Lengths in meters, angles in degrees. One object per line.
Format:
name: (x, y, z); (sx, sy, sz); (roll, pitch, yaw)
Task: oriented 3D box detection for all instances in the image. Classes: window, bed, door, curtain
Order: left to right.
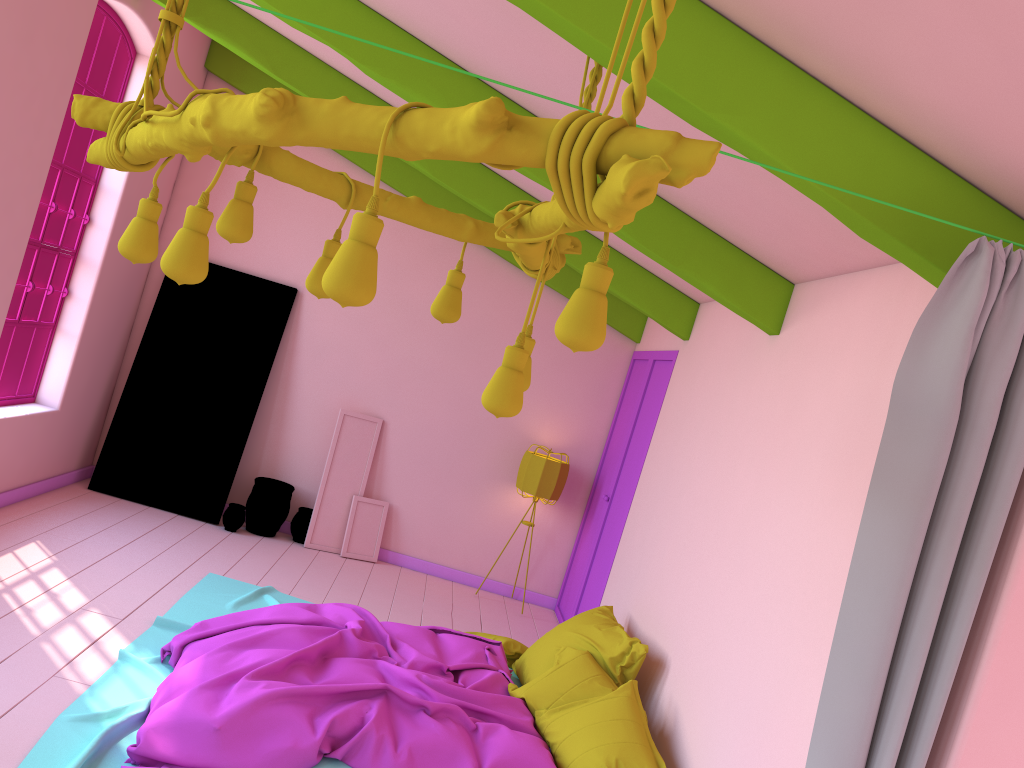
window: (-3.317, -1.277, 6.401); (0.072, 3.048, 1.274); (17, 1, -4)
door: (-2.825, 0.023, 7.924); (1.153, 2.211, 0.449); (17, 1, -4)
bed: (-0.727, 1.594, 4.798); (2.803, 0.514, 3.574); (17, 1, -4)
door: (0.840, 0.959, 7.584); (0.108, 2.591, 1.676); (17, 1, -4)
curtain: (1.028, 0.965, 2.650); (0.519, 2.786, 0.524); (16, 1, -23)

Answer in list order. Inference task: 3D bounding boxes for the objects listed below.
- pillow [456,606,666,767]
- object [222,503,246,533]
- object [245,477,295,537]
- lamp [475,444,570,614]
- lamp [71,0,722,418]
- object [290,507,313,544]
pillow: (0.343, 1.746, 5.130); (0.849, 0.822, 2.614); (17, 1, -14)
object: (-2.435, 1.174, 7.766); (0.199, 0.234, 0.198); (16, 1, -37)
object: (-2.202, 1.113, 7.998); (0.385, 0.471, 0.386); (18, 1, 38)
lamp: (0.160, 1.298, 8.098); (0.491, 1.467, 0.477); (18, 1, 26)
lamp: (-0.067, -1.110, 2.082); (1.612, 2.265, 1.773); (17, 1, -22)
object: (-1.895, 1.297, 8.100); (0.260, 0.306, 0.261); (18, 1, 28)
